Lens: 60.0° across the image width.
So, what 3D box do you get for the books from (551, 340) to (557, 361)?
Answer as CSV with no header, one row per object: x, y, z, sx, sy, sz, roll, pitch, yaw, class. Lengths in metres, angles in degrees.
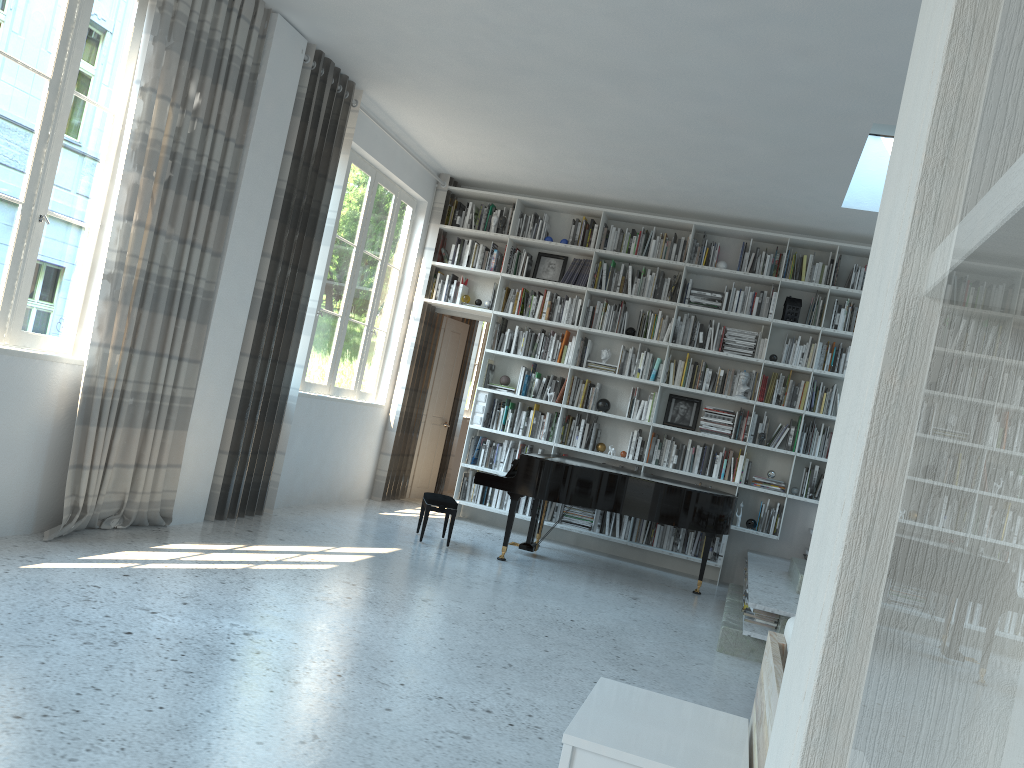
0.414,-0.303,8.445,0.012,0.217,0.160,12,-1,15,books

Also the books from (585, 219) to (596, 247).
0.747,-1.401,8.419,0.025,0.297,0.163,12,-1,15,books

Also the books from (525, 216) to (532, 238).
0.167,-1.492,8.591,0.016,0.243,0.156,12,-1,15,books

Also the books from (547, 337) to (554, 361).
0.387,-0.321,8.468,0.028,0.242,0.131,12,-1,15,books

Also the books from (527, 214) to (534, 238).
0.195,-1.495,8.580,0.016,0.261,0.154,12,-1,15,books

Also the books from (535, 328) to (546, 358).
0.272,-0.375,8.478,0.013,0.300,0.152,12,-1,15,books

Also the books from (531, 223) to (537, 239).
0.228,-1.448,8.570,0.026,0.182,0.161,12,-1,15,books

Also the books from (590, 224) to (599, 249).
0.792,-1.370,8.415,0.031,0.254,0.178,12,-1,15,books

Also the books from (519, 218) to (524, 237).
0.101,-1.488,8.614,0.032,0.210,0.158,12,-1,15,books

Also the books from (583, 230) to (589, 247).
0.714,-1.353,8.435,0.027,0.190,0.177,12,-1,15,books

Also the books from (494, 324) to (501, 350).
-0.123,-0.438,8.573,0.027,0.266,0.176,12,-1,15,books

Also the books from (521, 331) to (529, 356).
0.140,-0.375,8.503,0.021,0.247,0.189,12,-1,15,books

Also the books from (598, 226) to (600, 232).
0.830,-1.361,8.420,0.039,0.252,0.146,12,-1,15,books

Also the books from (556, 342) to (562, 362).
0.456,-0.288,8.426,0.013,0.203,0.161,12,-1,15,books

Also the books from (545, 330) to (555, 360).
0.364,-0.358,8.472,0.011,0.304,0.130,12,-1,15,books

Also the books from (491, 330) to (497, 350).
-0.147,-0.414,8.595,0.026,0.209,0.155,12,-1,15,books

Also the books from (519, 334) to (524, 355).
0.113,-0.371,8.520,0.014,0.230,0.148,12,-1,15,books

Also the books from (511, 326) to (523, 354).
0.045,-0.411,8.545,0.023,0.281,0.174,12,-1,15,books

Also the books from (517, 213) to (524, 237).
0.088,-1.515,8.620,0.007,0.259,0.156,12,-1,15,books

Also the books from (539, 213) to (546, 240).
0.302,-1.493,8.564,0.007,0.301,0.145,12,-1,15,books

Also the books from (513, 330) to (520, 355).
0.055,-0.391,8.532,0.011,0.246,0.176,12,-1,15,books

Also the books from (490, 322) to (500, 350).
-0.155,-0.454,8.609,0.012,0.285,0.159,12,-1,15,books

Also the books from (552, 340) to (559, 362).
0.431,-0.302,8.445,0.021,0.220,0.148,12,-1,15,books

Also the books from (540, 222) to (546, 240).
0.314,-1.440,8.551,0.014,0.202,0.170,12,-1,15,books

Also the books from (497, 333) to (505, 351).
-0.090,-0.389,8.565,0.037,0.182,0.189,12,-1,15,books

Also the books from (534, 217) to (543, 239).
0.255,-1.478,8.571,0.013,0.252,0.129,12,-1,15,books

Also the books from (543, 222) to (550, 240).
0.330,-1.441,8.557,0.013,0.210,0.136,12,-1,15,books

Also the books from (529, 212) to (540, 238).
0.214,-1.501,8.559,0.015,0.279,0.190,12,-1,15,books

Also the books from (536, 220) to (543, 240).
0.275,-1.455,8.547,0.021,0.213,0.173,12,-1,15,books

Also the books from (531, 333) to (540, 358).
0.244,-0.358,8.503,0.047,0.256,0.141,12,-1,15,books

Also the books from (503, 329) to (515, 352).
-0.031,-0.404,8.552,0.022,0.235,0.177,12,-1,15,books

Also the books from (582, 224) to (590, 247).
0.708,-1.386,8.464,0.013,0.254,0.129,12,-1,15,books

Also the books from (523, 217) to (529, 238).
0.150,-1.486,8.590,0.013,0.225,0.177,12,-1,15,books

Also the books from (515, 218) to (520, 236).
0.070,-1.491,8.617,0.017,0.204,0.142,12,-1,15,books

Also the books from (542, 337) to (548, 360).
0.331,-0.326,8.468,0.013,0.227,0.152,12,-1,15,books

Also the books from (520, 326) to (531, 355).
0.131,-0.400,8.516,0.011,0.293,0.183,12,-1,15,books

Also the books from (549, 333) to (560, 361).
0.404,-0.335,8.435,0.015,0.275,0.157,12,-1,15,books

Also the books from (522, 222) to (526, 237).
0.137,-1.472,8.610,0.017,0.194,0.129,12,-1,15,books

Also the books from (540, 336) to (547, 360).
0.316,-0.330,8.460,0.013,0.229,0.177,12,-1,15,books

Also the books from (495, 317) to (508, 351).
-0.099,-0.468,8.566,0.012,0.333,0.184,12,-1,15,books

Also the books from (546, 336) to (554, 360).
0.368,-0.330,8.464,0.011,0.251,0.139,12,-1,15,books

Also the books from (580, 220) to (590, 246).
0.692,-1.401,8.439,0.011,0.274,0.183,12,-1,15,books

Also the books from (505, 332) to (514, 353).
-0.013,-0.384,8.536,0.028,0.203,0.188,12,-1,15,books

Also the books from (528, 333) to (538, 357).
0.205,-0.359,8.495,0.023,0.242,0.184,12,-1,15,books

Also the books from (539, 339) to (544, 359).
0.301,-0.320,8.478,0.021,0.205,0.130,12,-1,15,books

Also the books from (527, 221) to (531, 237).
0.177,-1.463,8.596,0.014,0.192,0.146,12,-1,15,books

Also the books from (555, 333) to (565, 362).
0.456,-0.333,8.445,0.015,0.292,0.144,12,-1,15,books

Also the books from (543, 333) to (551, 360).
0.346,-0.345,8.460,0.012,0.272,0.145,12,-1,15,books

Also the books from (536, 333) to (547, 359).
0.286,-0.349,8.483,0.021,0.256,0.156,12,-1,15,books

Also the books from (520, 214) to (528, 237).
0.125,-1.503,8.601,0.012,0.249,0.180,12,-1,15,books

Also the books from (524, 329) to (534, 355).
0.162,-0.382,8.516,0.011,0.271,0.158,12,-1,15,books

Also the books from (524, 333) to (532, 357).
0.171,-0.364,8.496,0.024,0.237,0.167,12,-1,15,books

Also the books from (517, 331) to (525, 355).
0.089,-0.382,8.547,0.049,0.243,0.139,12,-1,15,books

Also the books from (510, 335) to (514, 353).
0.020,-0.368,8.572,0.021,0.187,0.129,12,-1,15,books

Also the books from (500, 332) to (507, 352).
-0.060,-0.395,8.576,0.042,0.208,0.143,12,-1,15,books

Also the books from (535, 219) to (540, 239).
0.261,-1.461,8.558,0.013,0.219,0.181,12,-1,15,books

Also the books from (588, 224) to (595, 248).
0.771,-1.377,8.435,0.022,0.260,0.152,12,-1,15,books

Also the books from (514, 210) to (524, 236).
0.069,-1.533,8.629,0.007,0.285,0.159,12,-1,15,books

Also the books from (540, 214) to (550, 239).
0.315,-1.486,8.572,0.015,0.293,0.131,12,-1,15,books
